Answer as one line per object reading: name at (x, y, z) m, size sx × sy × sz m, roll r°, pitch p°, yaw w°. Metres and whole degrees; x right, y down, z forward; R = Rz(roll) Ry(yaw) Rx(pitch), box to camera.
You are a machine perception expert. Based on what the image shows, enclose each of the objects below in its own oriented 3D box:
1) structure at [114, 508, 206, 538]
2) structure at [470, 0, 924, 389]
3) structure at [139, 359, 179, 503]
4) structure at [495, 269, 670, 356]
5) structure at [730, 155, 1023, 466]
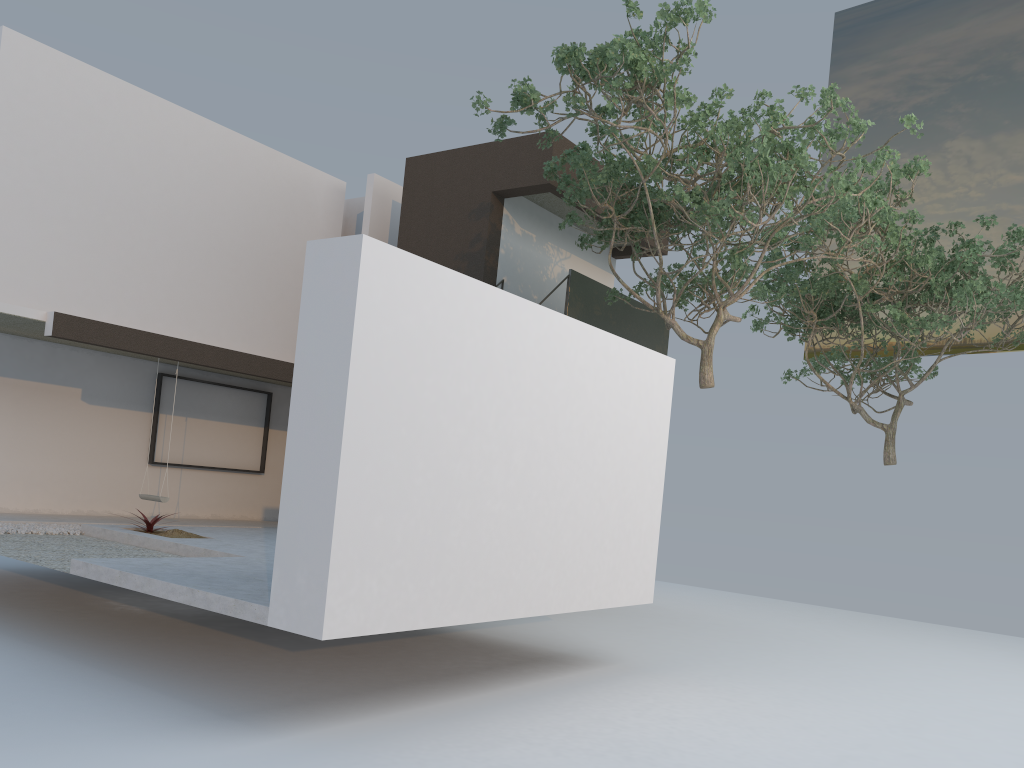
structure at (-3.825, 1.559, 9.660) m, size 1.200 × 0.291 × 0.752 m, roll 1°, pitch -7°, yaw 36°
structure at (2.304, -1.804, 10.417) m, size 4.326 × 3.690 × 5.784 m, roll 4°, pitch -5°, yaw 16°
structure at (-4.323, 0.515, 10.892) m, size 0.460 × 1.863 × 0.129 m, roll 4°, pitch -2°, yaw 36°
structure at (0.105, 0.344, 12.445) m, size 1.154 × 3.935 × 6.597 m, roll 4°, pitch -5°, yaw 36°
structure at (6.617, -0.932, 15.417) m, size 5.497 × 4.689 × 7.351 m, roll 4°, pitch -5°, yaw 16°
